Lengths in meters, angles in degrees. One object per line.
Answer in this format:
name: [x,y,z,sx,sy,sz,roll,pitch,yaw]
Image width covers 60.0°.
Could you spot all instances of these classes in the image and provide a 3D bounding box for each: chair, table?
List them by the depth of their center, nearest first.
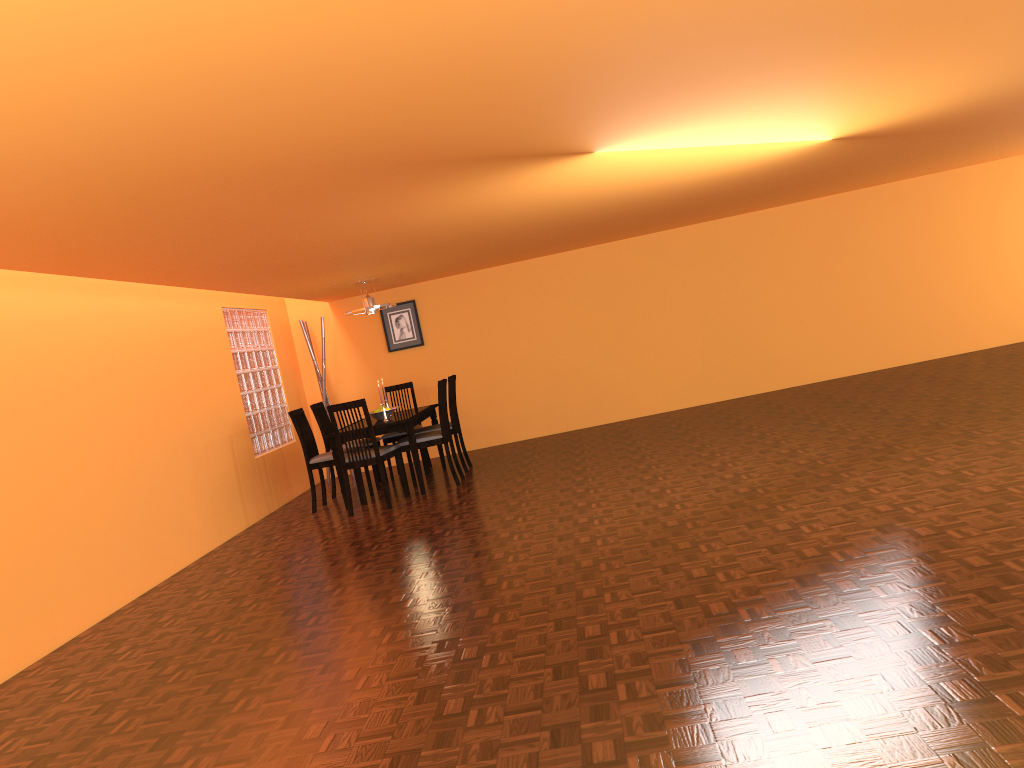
chair: [-1.055,0.506,6.437,0.373,0.809,0.465,-11,3,9]
chair: [-0.656,0.402,6.848,0.465,0.809,0.373,-11,3,4]
chair: [-1.404,0.553,6.905,0.465,0.809,0.373,-11,3,4]
table: [-0.961,0.563,7.161,0.697,0.584,1.259,-11,3,4]
chair: [-0.620,0.364,7.423,0.465,0.809,0.373,-11,3,4]
chair: [-1.369,0.516,7.480,0.465,0.809,0.373,-11,3,4]
chair: [-0.958,0.409,7.893,0.373,0.809,0.465,-12,3,-1]

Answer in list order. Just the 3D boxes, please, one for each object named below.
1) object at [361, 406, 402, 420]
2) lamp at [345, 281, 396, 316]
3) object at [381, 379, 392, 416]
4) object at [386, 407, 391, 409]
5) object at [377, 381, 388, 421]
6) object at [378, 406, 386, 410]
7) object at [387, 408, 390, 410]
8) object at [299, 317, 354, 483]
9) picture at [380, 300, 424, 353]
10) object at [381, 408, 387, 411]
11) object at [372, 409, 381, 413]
object: [-1.042,0.248,7.105,0.337,0.072,0.337,-13,3,-30]
lamp: [-1.202,-0.722,7.413,0.435,0.274,0.435,-10,3,26]
object: [-1.053,0.106,7.377,0.044,0.326,0.044,-12,3,-7]
object: [-0.989,0.214,7.119,0.055,0.070,0.066,-12,3,-14]
object: [-1.004,0.125,6.832,0.044,0.326,0.044,-12,3,-7]
object: [-1.047,0.209,7.175,0.069,0.066,0.069,-11,3,14]
object: [-0.986,0.215,7.057,0.055,0.046,0.046,-14,4,-33]
object: [-1.779,0.150,8.523,0.308,1.589,0.226,-10,3,26]
picture: [-1.079,-0.566,8.685,0.361,0.456,0.014,-11,3,4]
object: [-1.013,0.211,7.014,0.046,0.046,0.055,-12,3,-13]
object: [-1.076,0.241,7.079,0.089,0.076,0.087,-11,3,10]
